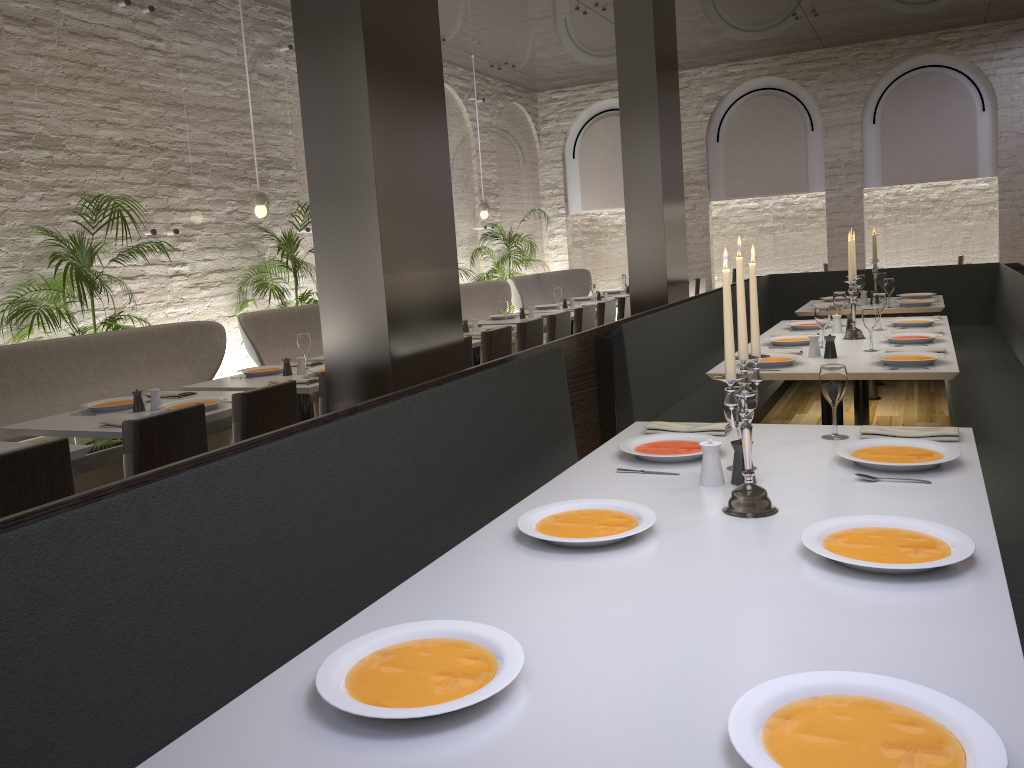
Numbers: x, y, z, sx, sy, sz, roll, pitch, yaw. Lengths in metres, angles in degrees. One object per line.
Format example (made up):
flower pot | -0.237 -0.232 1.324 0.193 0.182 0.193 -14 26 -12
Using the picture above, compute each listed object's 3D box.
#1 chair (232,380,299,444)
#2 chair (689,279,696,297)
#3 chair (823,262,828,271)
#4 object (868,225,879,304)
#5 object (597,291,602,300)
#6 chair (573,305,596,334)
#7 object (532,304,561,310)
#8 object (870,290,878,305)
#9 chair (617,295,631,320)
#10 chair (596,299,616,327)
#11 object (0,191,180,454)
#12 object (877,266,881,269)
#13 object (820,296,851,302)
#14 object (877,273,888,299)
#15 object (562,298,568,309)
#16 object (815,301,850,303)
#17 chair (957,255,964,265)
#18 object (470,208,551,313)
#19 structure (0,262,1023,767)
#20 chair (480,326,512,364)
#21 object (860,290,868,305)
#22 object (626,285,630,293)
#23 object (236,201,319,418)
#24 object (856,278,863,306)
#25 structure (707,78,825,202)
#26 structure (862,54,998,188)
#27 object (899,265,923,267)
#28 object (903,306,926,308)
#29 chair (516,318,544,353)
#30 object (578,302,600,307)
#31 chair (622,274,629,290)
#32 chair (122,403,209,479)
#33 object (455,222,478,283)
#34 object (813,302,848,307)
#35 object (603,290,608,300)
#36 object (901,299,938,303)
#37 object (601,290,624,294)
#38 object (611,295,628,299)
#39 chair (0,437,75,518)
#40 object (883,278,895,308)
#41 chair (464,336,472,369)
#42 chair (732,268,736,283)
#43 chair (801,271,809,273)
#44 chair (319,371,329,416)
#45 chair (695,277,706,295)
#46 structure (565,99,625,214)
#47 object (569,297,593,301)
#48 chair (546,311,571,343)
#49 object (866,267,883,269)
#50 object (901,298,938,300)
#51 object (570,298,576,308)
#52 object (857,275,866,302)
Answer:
chair | -1.260 0.456 4.020 0.565 0.902 0.414 -1 7 25
chair | 1.981 -0.819 10.961 0.565 0.902 0.414 -1 7 25
chair | 4.955 -1.366 13.196 0.565 0.902 0.414 -1 7 25
object | 3.056 -1.009 7.458 0.131 0.654 0.392 0 8 36
object | 1.032 -1.051 10.522 0.059 0.109 0.059 -8 8 -29
chair | 0.434 -0.210 7.648 0.565 0.902 0.414 -1 7 25
object | 0.380 -0.841 9.700 0.322 0.036 0.322 -8 10 -27
object | 3.013 -0.720 7.372 0.069 0.126 0.069 -7 7 -23
chair | 0.920 -0.402 8.689 0.565 0.902 0.414 -1 7 25
chair | 0.673 -0.304 8.159 0.565 0.902 0.414 -1 7 25
object | -2.777 -0.246 5.892 1.191 1.966 1.147 -9 8 -34
object | 3.828 -1.123 9.284 0.086 0.230 0.086 -9 8 -34
object | 2.935 -0.760 7.958 0.321 0.036 0.323 -1 9 21
object | 3.282 -0.869 7.857 0.086 0.230 0.086 -5 7 -5
object | 0.569 -0.869 9.531 0.059 0.109 0.059 -8 8 -29
object | 2.781 -0.702 7.692 0.273 0.033 0.143 0 9 25
chair | 6.142 -1.366 12.638 0.565 0.902 0.414 -1 7 25
object | -0.001 -1.333 11.805 1.145 1.966 1.194 -3 7 6
structure | 1.343 0.255 3.805 2.371 0.996 10.804 0 9 25
chair | -0.286 0.073 6.105 0.565 0.902 0.414 -1 7 25
object | 2.950 -0.724 7.428 0.069 0.126 0.069 -7 7 -23
object | 1.511 -1.239 11.547 0.059 0.109 0.059 -8 8 -29
object | -1.891 -0.595 7.790 1.191 1.966 1.147 -9 8 -34
object | 2.862 -0.763 7.351 0.087 0.230 0.086 -8 7 -28
structure | 3.625 -3.534 12.726 1.633 1.667 0.098 -1 7 25
structure | 5.543 -3.535 11.824 1.633 1.667 0.098 -1 7 25
object | 5.757 -1.686 12.777 0.322 0.036 0.322 -9 10 -29
object | 3.116 -0.599 6.856 0.181 0.015 0.038 0 9 27
chair | -0.051 -0.020 6.610 0.565 0.902 0.414 -1 7 25
object | 0.865 -0.841 9.470 0.322 0.036 0.322 -8 10 -27
chair | 2.136 -1.365 14.520 0.565 0.902 0.414 -1 7 25
chair | -1.497 0.549 3.512 0.565 0.902 0.414 -1 7 25
object | -1.049 -0.927 9.598 1.147 1.966 1.191 -7 7 -24
object | 2.716 -0.677 7.553 0.273 0.033 0.143 0 9 25
object | 1.115 -1.058 10.533 0.059 0.109 0.059 -8 8 -29
object | 3.336 -0.676 7.255 0.273 0.033 0.143 0 9 25
object | 1.321 -1.211 11.716 0.322 0.036 0.322 -8 10 -27
object | 1.328 -1.023 10.461 0.322 0.036 0.322 -8 10 -27
chair | -1.756 0.651 2.957 0.565 0.902 0.414 -1 7 25
object | 2.973 -0.716 6.984 0.087 0.230 0.086 -8 7 -28
chair | -0.535 0.171 5.571 0.565 0.902 0.414 -1 7 25
chair | 3.323 -1.366 13.962 0.565 0.902 0.414 -1 7 25
chair | 3.826 -0.922 10.777 0.565 0.902 0.414 -1 7 25
chair | -1.010 0.358 4.554 0.565 0.902 0.414 -1 7 25
chair | 2.223 -0.914 11.480 0.565 0.902 0.414 -1 7 25
structure | 1.579 -3.534 13.687 1.633 1.667 0.098 -1 7 25
object | 0.843 -1.023 10.692 0.322 0.036 0.322 -8 10 -27
chair | 0.186 -0.113 7.116 0.565 0.902 0.414 -1 7 25
object | 5.272 -1.686 13.007 0.322 0.036 0.322 -9 10 -29
object | 3.401 -0.701 7.394 0.273 0.033 0.143 0 9 25
object | 0.652 -0.876 9.542 0.059 0.109 0.059 -8 8 -29
object | 3.052 -0.838 7.759 0.087 0.230 0.086 -8 7 -28
